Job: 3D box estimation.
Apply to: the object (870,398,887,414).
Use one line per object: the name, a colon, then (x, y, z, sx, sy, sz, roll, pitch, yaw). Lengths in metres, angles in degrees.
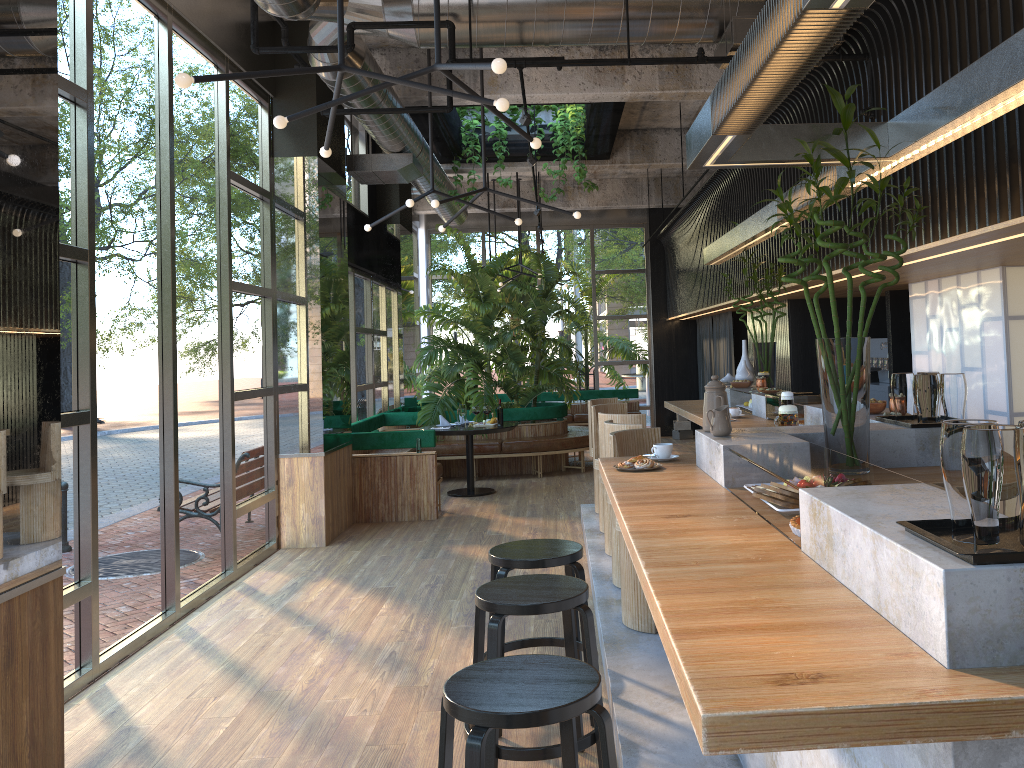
object: (1.730, 0.106, 4.341, 0.189, 0.073, 0.232, -1, 2, 20)

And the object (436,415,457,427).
object: (-0.740, 0.416, 10.000, 0.239, 0.139, 0.226, -2, 1, -16)

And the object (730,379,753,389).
object: (1.873, -0.003, 7.264, 0.189, 0.073, 0.232, -1, 2, 20)

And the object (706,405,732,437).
object: (0.817, 0.145, 3.504, 0.099, 0.119, 0.088, -2, -1, 9)

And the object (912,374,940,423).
object: (1.697, 0.066, 3.633, 0.110, 0.209, 0.100, 0, -2, -45)

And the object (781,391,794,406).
object: (1.572, 0.158, 5.059, 0.071, 0.232, 0.078, -3, -2, 33)

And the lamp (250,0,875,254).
lamp: (0.346, -2.504, 10.288, 3.805, 1.532, 9.991, -2, 2, 0)

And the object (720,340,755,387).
object: (1.947, -0.174, 7.515, 0.331, 0.398, 0.304, -1, -1, -41)

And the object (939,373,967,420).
object: (1.805, 0.062, 3.627, 0.110, 0.209, 0.100, 0, -2, -45)

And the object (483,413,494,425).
object: (-0.262, 0.385, 9.897, 0.144, 0.124, 0.097, -2, -1, -19)

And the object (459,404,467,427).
object: (-0.550, 0.354, 9.910, 0.095, 0.245, 0.090, -1, -2, -17)

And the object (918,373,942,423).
object: (1.762, 0.060, 3.744, 0.101, 0.209, 0.110, -3, -2, 35)

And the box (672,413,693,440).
box: (2.883, 0.702, 15.029, 0.338, 0.442, 0.275, -2, -1, -11)

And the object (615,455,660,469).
object: (0.533, 0.331, 3.733, 0.155, 0.052, 0.161, 0, 2, 45)

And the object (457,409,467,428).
object: (-0.550, 0.378, 9.742, 0.101, 0.209, 0.110, -3, -2, 35)

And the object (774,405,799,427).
object: (1.501, 0.198, 4.836, 0.112, 0.172, 0.136, -2, -1, -5)

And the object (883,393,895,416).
object: (1.780, 0.094, 4.136, 0.161, 0.107, 0.086, -3, 0, -44)

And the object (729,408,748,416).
object: (1.563, 0.196, 6.183, 0.136, 0.064, 0.108, -2, 1, -21)

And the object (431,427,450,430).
object: (-0.762, 0.481, 9.740, 0.256, 0.019, 0.157, -2, 2, -1)

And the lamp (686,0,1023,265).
lamp: (2.917, -2.107, 5.141, 5.027, 2.134, 6.677, -2, 2, -5)

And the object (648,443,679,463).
object: (0.578, 0.314, 3.877, 0.174, 0.073, 0.435, -1, 2, 36)

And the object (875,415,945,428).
object: (1.738, 0.156, 3.744, 0.273, 0.019, 0.436, -2, 2, 1)

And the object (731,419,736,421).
object: (1.427, 0.243, 5.987, 0.164, 0.005, 0.170, -2, 2, 12)

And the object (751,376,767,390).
object: (1.915, -0.008, 6.898, 0.161, 0.107, 0.086, -3, 0, -44)

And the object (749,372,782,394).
object: (1.867, -0.011, 6.643, 0.209, 0.134, 0.810, -2, 2, 9)

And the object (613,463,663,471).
object: (0.530, 0.350, 3.739, 0.196, 0.013, 0.215, -1, 2, 36)

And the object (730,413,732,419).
object: (1.441, 0.213, 5.993, 0.073, 0.060, 0.125, -2, 1, -30)

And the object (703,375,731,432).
object: (0.845, 0.080, 3.706, 0.123, 0.234, 0.205, -1, -1, -31)

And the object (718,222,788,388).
object: (2.101, -0.607, 7.522, 0.641, 1.551, 0.612, -3, -2, 39)

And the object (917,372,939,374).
object: (1.821, 0.053, 3.874, 0.110, 0.209, 0.100, 0, -2, -45)

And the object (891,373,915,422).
object: (1.705, 0.057, 3.862, 0.110, 0.209, 0.100, 0, -2, -45)

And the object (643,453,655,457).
object: (0.636, 0.327, 4.077, 0.030, 0.027, 0.131, -2, 2, -21)

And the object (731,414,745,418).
object: (1.543, 0.225, 6.182, 0.162, 0.020, 0.159, -2, 2, -3)

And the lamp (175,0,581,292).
lamp: (1.146, -2.223, 6.038, 5.096, 1.824, 18.867, -2, 2, 2)
